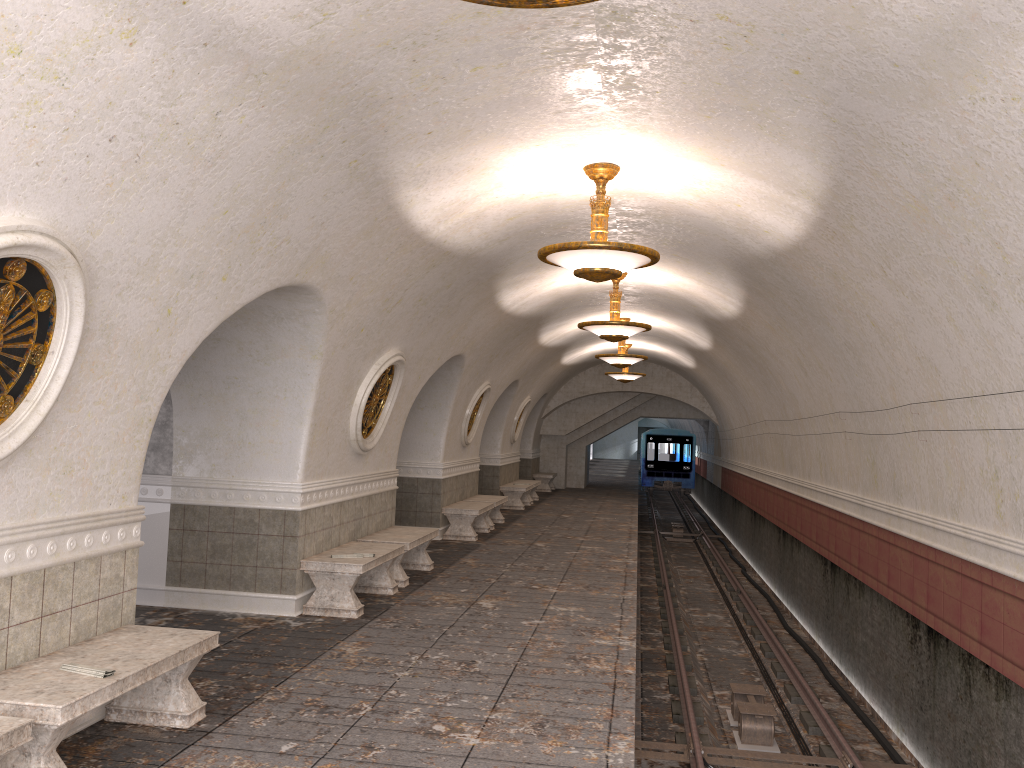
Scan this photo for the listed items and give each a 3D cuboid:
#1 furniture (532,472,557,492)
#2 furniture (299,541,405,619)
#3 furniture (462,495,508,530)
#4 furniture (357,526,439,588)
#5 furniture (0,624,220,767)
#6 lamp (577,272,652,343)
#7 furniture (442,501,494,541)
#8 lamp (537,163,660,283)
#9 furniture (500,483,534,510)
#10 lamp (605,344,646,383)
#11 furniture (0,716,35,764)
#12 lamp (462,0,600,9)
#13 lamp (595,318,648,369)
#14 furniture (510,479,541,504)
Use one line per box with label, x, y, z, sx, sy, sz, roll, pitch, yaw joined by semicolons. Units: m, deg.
furniture;1.004;2.988;27.045;0.613;0.508;1.509;2;-3;8
furniture;-1.586;1.954;8.973;0.613;0.508;1.509;2;-3;8
furniture;-0.495;2.390;16.585;0.613;0.508;1.509;2;-3;8
furniture;-1.348;2.049;10.635;0.613;0.508;1.509;2;-3;8
furniture;-2.199;1.709;4.696;0.613;0.508;1.509;2;-3;8
lamp;1.409;-1.039;12.118;1.008;0.955;1.008;1;-3;24
furniture;-0.733;2.295;14.923;0.613;0.508;1.509;2;-3;8
lamp;0.725;-1.312;7.345;1.008;0.955;1.008;3;-3;-8
furniture;0.111;2.632;20.816;0.613;0.508;1.509;2;-3;8
lamp;2.777;-0.493;21.663;1.008;0.955;1.008;5;-4;-36
furniture;-2.437;1.614;3.034;0.613;0.508;1.509;2;-3;8
lamp;0.036;-1.587;2.539;1.008;0.955;1.008;3;-3;-8
lamp;2.093;-0.766;16.890;1.008;0.955;1.008;1;-3;24
furniture;0.350;2.727;22.478;0.613;0.508;1.509;2;-3;8
